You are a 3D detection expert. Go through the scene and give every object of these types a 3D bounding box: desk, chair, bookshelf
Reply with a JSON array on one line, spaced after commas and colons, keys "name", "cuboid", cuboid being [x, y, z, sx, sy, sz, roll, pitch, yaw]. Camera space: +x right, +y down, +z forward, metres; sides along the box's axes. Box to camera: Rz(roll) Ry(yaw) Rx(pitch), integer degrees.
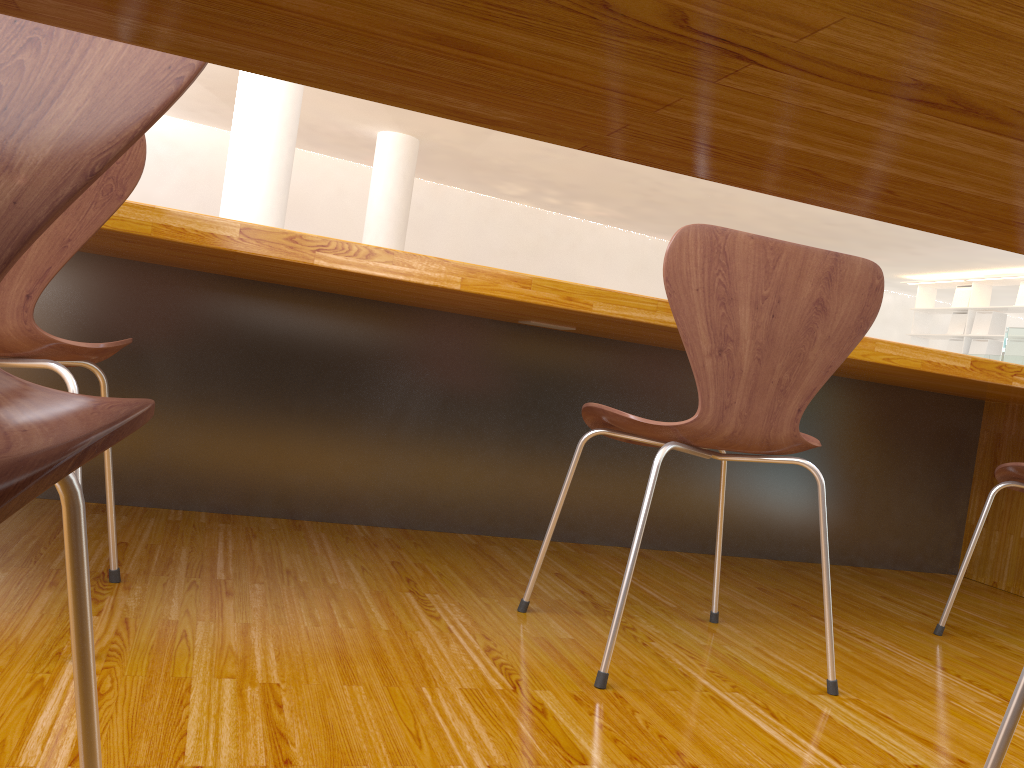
[{"name": "desk", "cuboid": [-0.015, 0.307, 2.208, 3.216, 1.022, 1.248, 8, 1, -18]}, {"name": "chair", "cuboid": [1.229, 0.245, 1.826, 0.428, 0.693, 0.381, 8, 1, -18]}, {"name": "chair", "cuboid": [-0.347, 0.040, 0.327, 0.428, 0.693, 0.381, 8, 1, -18]}, {"name": "desk", "cuboid": [0.724, 0.241, 0.304, 3.356, 0.606, 0.760, 8, 1, -18]}, {"name": "bookshelf", "cuboid": [5.578, -0.346, 10.119, 0.498, 1.836, 2.984, 8, 1, -18]}, {"name": "chair", "cuboid": [0.693, 0.186, 0.715, 0.428, 0.693, 0.381, 8, 1, -18]}, {"name": "chair", "cuboid": [0.316, 0.116, 1.521, 0.428, 0.693, 0.381, 8, 1, -18]}, {"name": "chair", "cuboid": [-0.736, -0.034, 1.210, 0.428, 0.693, 0.381, 8, 1, -18]}]

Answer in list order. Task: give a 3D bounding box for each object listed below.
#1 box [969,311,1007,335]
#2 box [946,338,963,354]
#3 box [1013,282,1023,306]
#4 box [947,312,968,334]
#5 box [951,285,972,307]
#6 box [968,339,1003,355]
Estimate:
[{"name": "box", "cuboid": [5.596, -0.696, 10.431, 0.274, 0.296, 0.245, 8, 1, -18]}, {"name": "box", "cuboid": [5.440, -0.394, 10.771, 0.274, 0.296, 0.245, 8, 1, -18]}, {"name": "box", "cuboid": [5.815, -0.987, 9.893, 0.274, 0.296, 0.245, 8, 1, -18]}, {"name": "box", "cuboid": [5.485, -0.719, 10.774, 0.274, 0.296, 0.245, 8, 1, -18]}, {"name": "box", "cuboid": [5.533, -1.044, 10.768, 0.274, 0.296, 0.245, 8, 1, -18]}, {"name": "box", "cuboid": [5.548, -0.371, 10.437, 0.274, 0.296, 0.245, 8, 1, -18]}]
